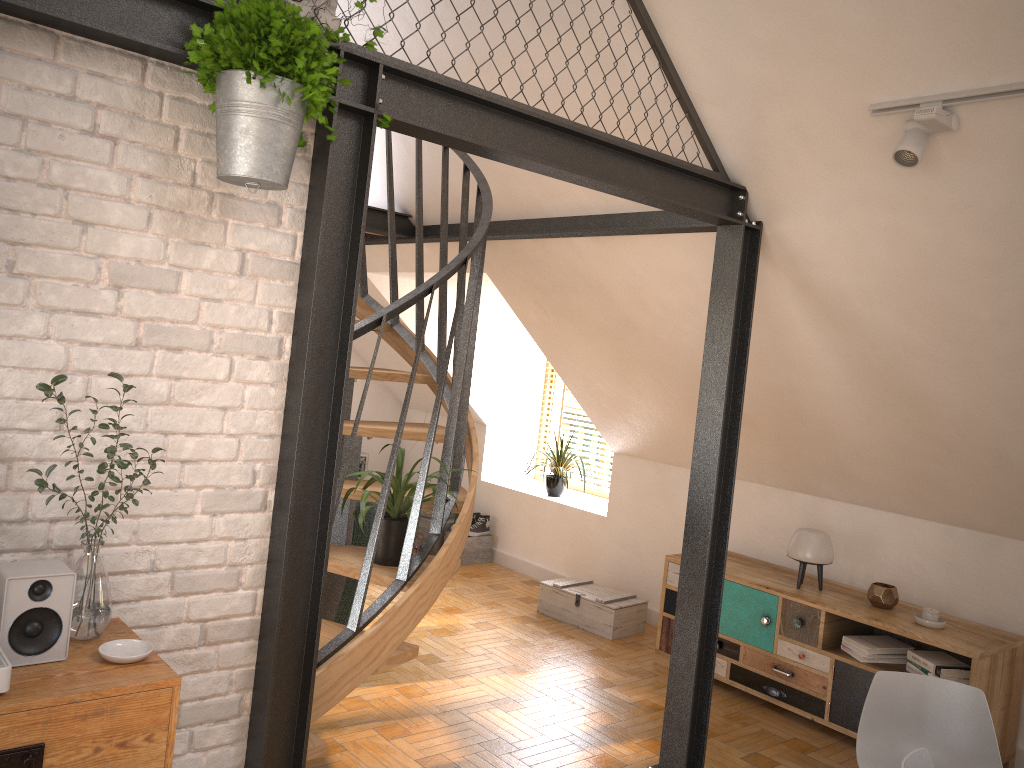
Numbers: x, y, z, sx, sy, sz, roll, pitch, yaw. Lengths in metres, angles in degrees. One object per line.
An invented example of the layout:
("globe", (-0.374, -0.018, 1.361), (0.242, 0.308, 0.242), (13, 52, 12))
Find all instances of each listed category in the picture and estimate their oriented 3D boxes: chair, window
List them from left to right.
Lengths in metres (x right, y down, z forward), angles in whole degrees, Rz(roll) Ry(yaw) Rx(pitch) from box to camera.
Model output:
("chair", (-1.162, 0.963, 4.489), (0.899, 0.964, 0.899), (7, 1, 35))
("window", (-0.323, -0.618, 2.176), (8.612, 4.466, 7.804), (5, 2, -41))
("chair", (1.182, 1.337, 2.541), (0.404, 0.871, 0.429), (6, 0, 17))
("chair", (1.054, 1.343, 1.973), (0.430, 0.866, 0.403), (6, 0, 30))
("chair", (0.735, 0.429, 0.440), (4.010, 2.686, 3.498), (5, 2, -40))

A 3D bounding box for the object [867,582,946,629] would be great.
("object", (1.954, 1.095, 4.400), (0.148, 0.114, 0.427), (6, 2, -25))

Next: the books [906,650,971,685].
("books", (1.998, 1.335, 4.127), (0.221, 0.101, 0.278), (6, 2, -4))

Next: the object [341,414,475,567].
("object", (-0.455, 0.375, 3.358), (0.458, 0.592, 0.527), (7, 1, 37))

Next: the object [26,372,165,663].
("object", (-0.937, 0.279, 1.990), (0.295, 0.621, 0.291), (6, 0, -26))

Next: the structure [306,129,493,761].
("structure", (-0.906, -0.395, 3.737), (1.624, 3.819, 2.253), (6, 0, -26))

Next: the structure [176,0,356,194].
("structure", (-0.604, -0.795, 2.193), (0.437, 0.652, 0.423), (6, 0, -11))

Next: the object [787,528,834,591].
("object", (1.602, 0.943, 4.768), (0.240, 0.313, 0.241), (6, 1, -31))

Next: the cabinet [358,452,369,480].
("cabinet", (-1.711, 0.916, 7.612), (0.832, 0.696, 0.380), (5, 1, -41))

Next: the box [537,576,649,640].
("box", (0.523, 1.467, 5.871), (0.643, 0.218, 0.375), (8, 2, 44))

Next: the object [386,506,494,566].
("object", (-0.764, 1.163, 7.421), (0.695, 0.429, 1.158), (5, 2, -41))

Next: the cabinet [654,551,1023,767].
("cabinet", (1.636, 1.423, 4.707), (0.595, 0.634, 1.763), (6, 2, -41))

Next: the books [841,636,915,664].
("books", (1.818, 1.319, 4.403), (0.306, 0.073, 0.211), (6, 2, -16))

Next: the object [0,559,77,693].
("object", (-1.265, 0.358, 1.686), (0.785, 0.414, 0.416), (5, 2, -41))

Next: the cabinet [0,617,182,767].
("cabinet", (-1.357, 1.043, 1.612), (1.262, 0.963, 0.457), (5, 1, -41))

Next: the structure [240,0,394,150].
("structure", (-0.549, -1.568, 2.397), (1.302, 1.871, 0.459), (6, 0, -44))

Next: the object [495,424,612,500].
("object", (0.382, 0.600, 7.092), (1.016, 0.584, 0.923), (6, 2, -23))

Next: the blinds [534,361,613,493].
("blinds", (0.714, 0.113, 7.292), (0.069, 1.485, 1.434), (7, 0, -41))
